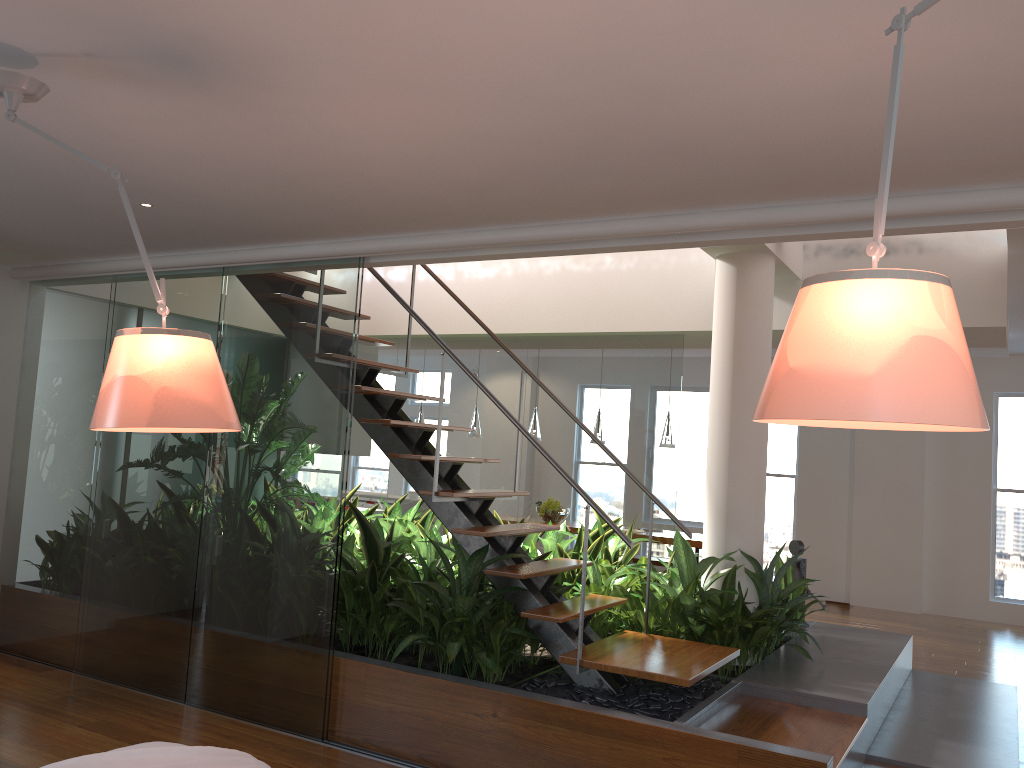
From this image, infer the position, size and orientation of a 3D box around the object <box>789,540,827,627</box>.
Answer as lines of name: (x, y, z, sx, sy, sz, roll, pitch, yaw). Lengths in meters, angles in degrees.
object: (1.953, 1.331, 5.938, 0.318, 0.565, 0.134, 6, -5, -24)

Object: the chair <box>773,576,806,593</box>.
chair: (2.426, 1.978, 8.068, 0.460, 0.400, 0.460, 0, -6, 39)

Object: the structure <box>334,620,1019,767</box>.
structure: (-0.061, 1.645, 5.517, 5.584, 0.386, 3.088, 1, -5, 29)

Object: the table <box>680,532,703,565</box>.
table: (-0.474, 1.774, 9.727, 5.996, 0.704, 0.893, 1, -5, 29)

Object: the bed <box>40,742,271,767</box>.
bed: (-0.771, 1.163, 1.452, 2.207, 0.595, 2.314, 1, -5, 29)

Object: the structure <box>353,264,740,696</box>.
structure: (-0.611, -0.462, 5.822, 4.591, 4.265, 2.552, 1, -5, 29)
